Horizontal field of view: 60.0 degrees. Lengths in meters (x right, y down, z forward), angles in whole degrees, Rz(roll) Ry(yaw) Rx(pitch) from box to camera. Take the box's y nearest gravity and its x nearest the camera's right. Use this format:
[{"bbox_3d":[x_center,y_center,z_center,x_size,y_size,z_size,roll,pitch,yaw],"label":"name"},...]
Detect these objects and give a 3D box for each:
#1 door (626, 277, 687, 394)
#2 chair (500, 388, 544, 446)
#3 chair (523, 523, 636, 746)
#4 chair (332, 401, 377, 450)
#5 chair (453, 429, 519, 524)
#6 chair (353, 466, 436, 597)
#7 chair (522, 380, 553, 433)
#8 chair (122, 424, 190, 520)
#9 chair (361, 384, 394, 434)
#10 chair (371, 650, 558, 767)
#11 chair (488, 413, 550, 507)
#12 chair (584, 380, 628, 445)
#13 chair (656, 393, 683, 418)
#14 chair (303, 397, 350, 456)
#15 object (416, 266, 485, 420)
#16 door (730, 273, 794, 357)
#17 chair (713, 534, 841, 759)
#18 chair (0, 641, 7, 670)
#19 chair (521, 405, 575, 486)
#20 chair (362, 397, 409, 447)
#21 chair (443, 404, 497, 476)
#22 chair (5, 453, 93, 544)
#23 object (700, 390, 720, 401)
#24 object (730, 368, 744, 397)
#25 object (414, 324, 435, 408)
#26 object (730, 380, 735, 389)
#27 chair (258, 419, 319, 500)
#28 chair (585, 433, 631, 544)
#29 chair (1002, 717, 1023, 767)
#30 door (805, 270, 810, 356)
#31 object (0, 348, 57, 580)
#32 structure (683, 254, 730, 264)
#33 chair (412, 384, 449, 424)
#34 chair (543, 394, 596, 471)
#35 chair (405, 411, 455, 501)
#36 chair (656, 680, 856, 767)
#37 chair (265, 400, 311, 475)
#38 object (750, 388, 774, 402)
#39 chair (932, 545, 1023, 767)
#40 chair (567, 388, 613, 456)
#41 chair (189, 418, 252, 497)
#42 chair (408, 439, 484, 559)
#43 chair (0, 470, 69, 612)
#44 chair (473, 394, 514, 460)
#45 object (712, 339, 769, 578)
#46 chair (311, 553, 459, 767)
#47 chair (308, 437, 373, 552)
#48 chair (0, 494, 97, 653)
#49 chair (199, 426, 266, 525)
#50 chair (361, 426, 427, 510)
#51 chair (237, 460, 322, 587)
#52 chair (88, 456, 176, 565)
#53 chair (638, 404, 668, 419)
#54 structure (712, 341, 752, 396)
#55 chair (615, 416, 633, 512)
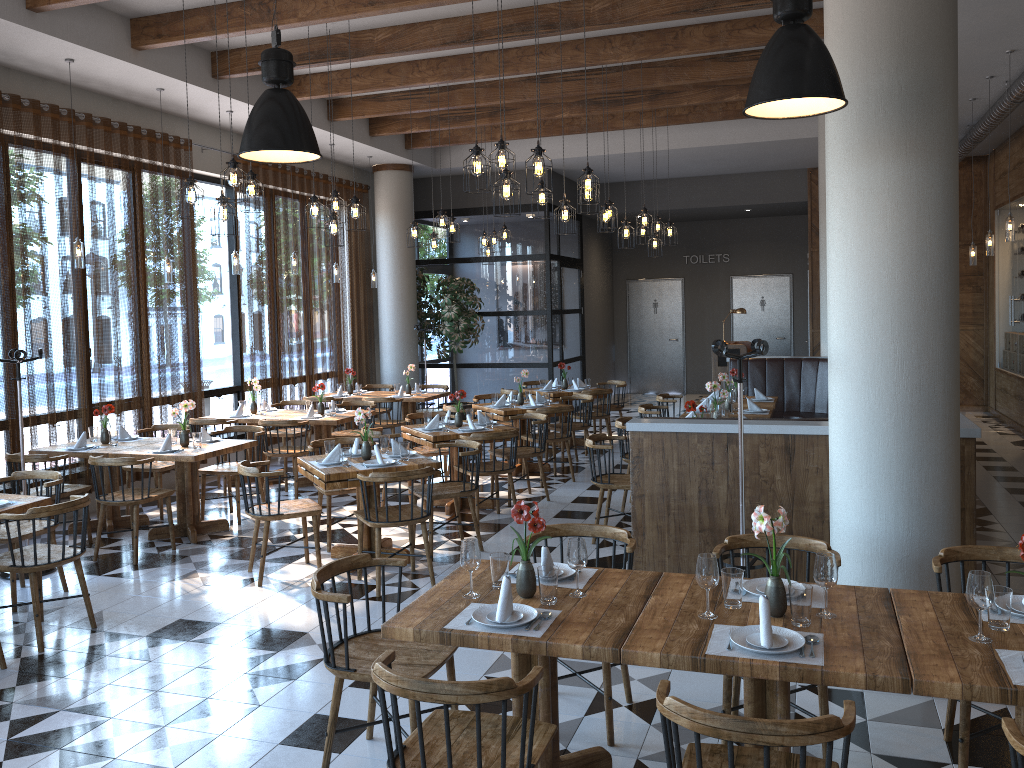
[{"bbox_3d":[2.977,-0.983,18.329,1.206,2.389,0.114,-1,3,19],"label":"door"},{"bbox_3d":[0.141,0.461,11.570,0.550,0.816,0.520,-3,4,-26],"label":"chair"},{"bbox_3d":[0.295,1.101,4.016,0.519,0.816,0.551,0,3,19],"label":"chair"},{"bbox_3d":[-1.843,0.628,10.243,0.519,0.816,0.551,0,3,19],"label":"chair"},{"bbox_3d":[-0.211,0.798,7.730,0.520,0.816,0.550,-3,4,-26],"label":"chair"},{"bbox_3d":[-0.794,0.959,6.029,0.520,0.816,0.550,-3,4,-26],"label":"chair"},{"bbox_3d":[0.436,0.380,12.431,0.520,0.816,0.550,-3,4,-26],"label":"chair"},{"bbox_3d":[-3.354,0.823,8.437,0.519,0.816,0.551,0,3,19],"label":"chair"},{"bbox_3d":[-1.944,0.434,12.554,0.519,0.816,0.551,0,3,19],"label":"chair"},{"bbox_3d":[-0.136,1.220,2.760,0.519,0.816,0.551,0,3,19],"label":"chair"},{"bbox_3d":[0.084,0.717,8.591,0.550,0.816,0.520,-3,4,-26],"label":"chair"},{"bbox_3d":[1.297,0.379,12.159,0.550,0.816,0.520,-3,4,-26],"label":"chair"},{"bbox_3d":[1.941,0.532,10.163,0.549,0.816,0.520,0,3,19],"label":"chair"},{"bbox_3d":[-2.366,0.550,11.321,0.519,0.816,0.551,0,3,19],"label":"chair"},{"bbox_3d":[-1.201,-0.605,14.073,1.634,2.587,1.383,-1,3,3],"label":"object"},{"bbox_3d":[4.977,-0.979,17.643,1.206,2.389,0.114,-1,3,19],"label":"door"},{"bbox_3d":[1.115,1.103,3.734,0.519,0.816,0.551,0,3,19],"label":"chair"},{"bbox_3d":[-2.984,1.139,4.620,0.549,0.816,0.520,0,3,19],"label":"chair"},{"bbox_3d":[0.391,0.632,9.487,0.520,0.816,0.550,-3,4,-26],"label":"chair"},{"bbox_3d":[-1.568,0.552,11.047,0.519,0.816,0.551,0,3,19],"label":"chair"},{"bbox_3d":[-0.471,0.630,9.783,0.550,0.816,0.520,-3,4,-26],"label":"chair"},{"bbox_3d":[-3.777,0.940,7.203,0.519,0.816,0.551,0,3,19],"label":"chair"},{"bbox_3d":[2.277,0.111,10.023,0.272,0.137,0.353,0,5,19],"label":"object"},{"bbox_3d":[2.525,0.002,9.943,0.156,0.354,0.171,-1,3,12],"label":"object"},{"bbox_3d":[-1.288,-0.069,13.305,0.374,1.655,0.375,1,3,41],"label":"object"},{"bbox_3d":[2.529,0.057,10.119,0.081,0.215,0.081,-1,3,11],"label":"object"},{"bbox_3d":[-2.266,0.745,9.010,0.519,0.816,0.551,0,3,19],"label":"chair"},{"bbox_3d":[0.871,0.828,7.039,0.549,0.816,0.520,0,3,19],"label":"chair"},{"bbox_3d":[1.505,1.224,2.197,0.519,0.816,0.551,0,3,19],"label":"chair"},{"bbox_3d":[5.434,-0.871,16.236,0.114,2.389,1.209,-1,3,19],"label":"door"},{"bbox_3d":[-3.606,0.571,6.535,0.374,1.655,0.375,-1,3,1],"label":"object"},{"bbox_3d":[3.931,-2.530,17.932,0.915,0.165,0.035,0,3,19],"label":"structure"},{"bbox_3d":[-1.145,0.435,12.280,0.519,0.816,0.551,0,3,19],"label":"chair"},{"bbox_3d":[0.686,0.550,10.348,0.550,0.816,0.520,-3,4,-26],"label":"chair"},{"bbox_3d":[-0.778,0.715,8.887,0.520,0.816,0.550,-3,4,-26],"label":"chair"},{"bbox_3d":[0.685,1.222,2.478,0.519,0.816,0.551,0,3,19],"label":"chair"},{"bbox_3d":[-2.641,0.626,10.517,0.519,0.816,0.551,0,3,19],"label":"chair"},{"bbox_3d":[2.771,0.113,9.844,0.272,0.137,0.353,0,5,19],"label":"object"},{"bbox_3d":[1.936,1.105,3.453,0.519,0.816,0.551,0,3,19],"label":"chair"},{"bbox_3d":[1.003,0.463,11.274,0.520,0.816,0.550,-3,4,-26],"label":"chair"},{"bbox_3d":[-3.064,0.743,9.284,0.519,0.816,0.551,0,3,19],"label":"chair"},{"bbox_3d":[-0.498,0.878,6.890,0.550,0.816,0.520,-3,4,-26],"label":"chair"},{"bbox_3d":[-3.317,1.034,5.949,0.519,0.816,0.551,0,3,19],"label":"chair"},{"bbox_3d":[-0.176,0.549,10.644,0.520,0.816,0.550,-3,4,-26],"label":"chair"},{"bbox_3d":[1.240,0.590,4.775,0.374,1.655,0.375,-2,3,-3],"label":"object"},{"bbox_3d":[-0.515,1.158,3.606,0.549,0.816,0.520,0,3,19],"label":"chair"},{"bbox_3d":[-1.361,0.876,7.187,0.520,0.816,0.550,-3,4,-26],"label":"chair"},{"bbox_3d":[-2.780,1.082,5.215,0.549,0.816,0.520,0,3,19],"label":"chair"},{"bbox_3d":[-2.556,0.825,8.163,0.519,0.816,0.551,0,3,19],"label":"chair"},{"bbox_3d":[-1.073,0.796,8.026,0.550,0.816,0.520,-3,4,-26],"label":"chair"},{"bbox_3d":[-1.656,0.957,6.325,0.550,0.816,0.520,-3,4,-26],"label":"chair"},{"bbox_3d":[-2.979,0.942,6.929,0.519,0.816,0.551,0,3,19],"label":"chair"},{"bbox_3d":[1.584,0.631,9.122,0.549,0.816,0.520,0,3,19],"label":"chair"},{"bbox_3d":[3.144,0.075,12.311,0.645,1.297,1.048,-1,4,19],"label":"structure"},{"bbox_3d":[1.227,0.729,8.080,0.549,0.816,0.520,0,3,19],"label":"chair"}]
